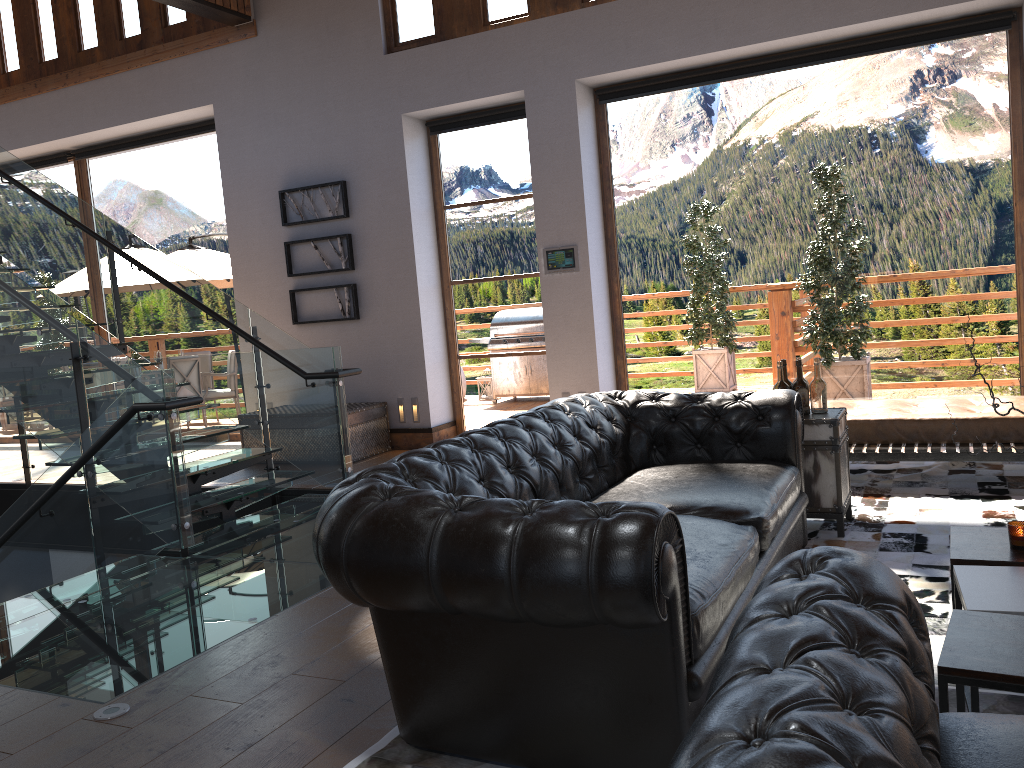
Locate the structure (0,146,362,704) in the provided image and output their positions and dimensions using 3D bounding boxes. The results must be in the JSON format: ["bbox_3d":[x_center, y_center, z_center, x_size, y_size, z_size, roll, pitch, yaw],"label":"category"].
[{"bbox_3d":[-4.249,0.411,9.368,10.919,6.392,9.309,-2,6,26],"label":"structure"}]

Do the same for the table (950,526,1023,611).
[{"bbox_3d":[1.823,0.708,2.945,0.644,0.350,0.404,-2,6,26],"label":"table"}]

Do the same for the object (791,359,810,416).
[{"bbox_3d":[1.480,0.017,4.556,0.087,0.286,0.087,-5,5,4],"label":"object"}]

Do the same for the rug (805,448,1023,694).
[{"bbox_3d":[1.599,0.711,4.777,2.408,0.053,3.850,-2,6,27],"label":"rug"}]

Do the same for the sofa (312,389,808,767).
[{"bbox_3d":[0.376,0.543,3.462,1.227,0.837,2.593,-2,6,26],"label":"sofa"}]

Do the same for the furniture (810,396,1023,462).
[{"bbox_3d":[2.338,0.355,5.839,2.733,0.436,1.188,-2,6,26],"label":"furniture"}]

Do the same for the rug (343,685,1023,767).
[{"bbox_3d":[1.186,1.055,1.490,4.004,0.053,2.458,-2,6,27],"label":"rug"}]

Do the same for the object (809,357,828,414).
[{"bbox_3d":[1.578,0.007,4.570,0.086,0.286,0.089,-1,6,36],"label":"object"}]

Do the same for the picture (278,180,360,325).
[{"bbox_3d":[-1.868,-1.252,8.566,0.766,1.311,0.060,-3,5,26],"label":"picture"}]

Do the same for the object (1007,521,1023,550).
[{"bbox_3d":[1.820,0.493,2.920,0.305,0.081,0.244,-7,6,-25],"label":"object"}]

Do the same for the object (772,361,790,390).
[{"bbox_3d":[1.382,0.026,4.549,0.087,0.286,0.088,-5,5,3],"label":"object"}]

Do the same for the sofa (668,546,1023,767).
[{"bbox_3d":[1.419,0.705,0.808,2.541,0.837,1.252,-2,6,25],"label":"sofa"}]

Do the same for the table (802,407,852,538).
[{"bbox_3d":[1.529,0.452,4.624,0.413,0.609,0.410,-3,5,26],"label":"table"}]

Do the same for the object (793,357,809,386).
[{"bbox_3d":[1.519,0.002,4.670,0.086,0.286,0.089,-1,6,39],"label":"object"}]

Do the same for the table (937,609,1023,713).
[{"bbox_3d":[1.415,0.817,2.147,0.643,0.350,0.405,-2,6,31],"label":"table"}]

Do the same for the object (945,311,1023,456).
[{"bbox_3d":[1.595,0.182,2.541,0.612,0.807,0.411,-1,6,37],"label":"object"}]

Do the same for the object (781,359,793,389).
[{"bbox_3d":[1.431,0.013,4.640,0.088,0.286,0.087,-7,5,-24],"label":"object"}]

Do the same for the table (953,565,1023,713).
[{"bbox_3d":[1.650,0.760,2.541,0.645,0.350,0.404,-3,5,21],"label":"table"}]

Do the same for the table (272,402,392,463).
[{"bbox_3d":[-1.858,0.458,8.374,1.242,0.469,0.691,-2,6,26],"label":"table"}]
